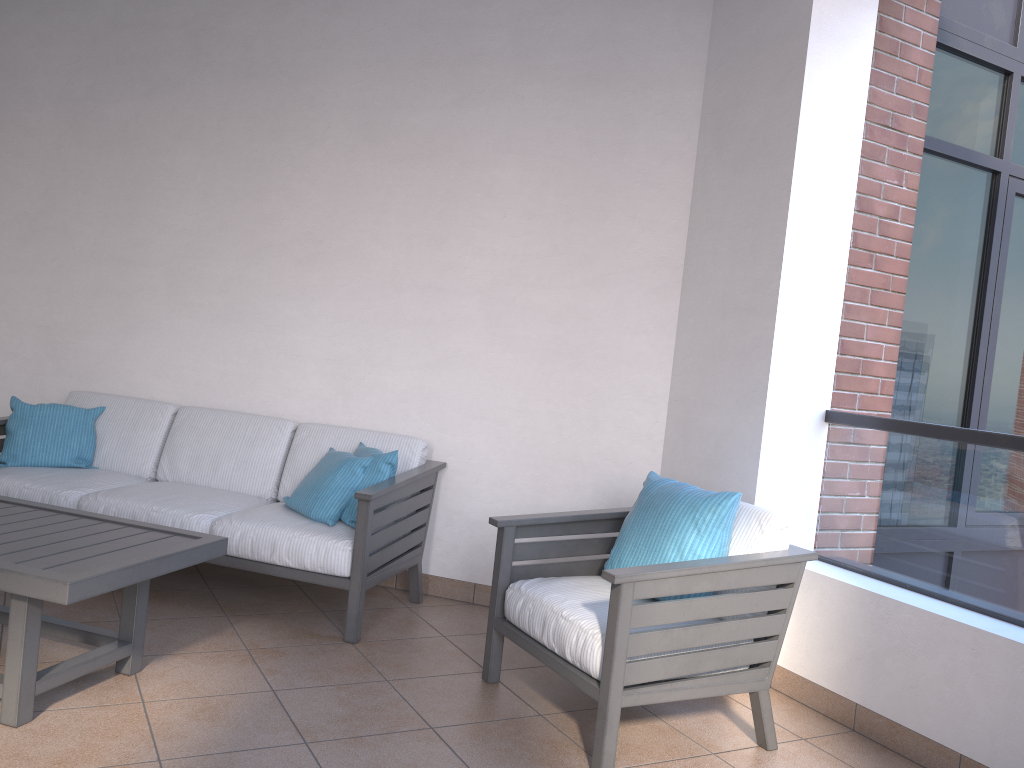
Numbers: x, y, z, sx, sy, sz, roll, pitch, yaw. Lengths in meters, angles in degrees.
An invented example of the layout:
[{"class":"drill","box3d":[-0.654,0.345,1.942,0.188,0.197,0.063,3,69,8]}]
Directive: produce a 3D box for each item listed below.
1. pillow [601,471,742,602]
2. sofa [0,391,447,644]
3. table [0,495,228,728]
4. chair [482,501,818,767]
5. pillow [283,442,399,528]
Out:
[{"class":"pillow","box3d":[0.547,0.545,3.105,0.316,0.426,0.510,5,2,-31]},{"class":"sofa","box3d":[-1.480,0.516,4.103,2.161,0.765,0.807,7,2,16]},{"class":"table","box3d":[-1.683,0.684,2.840,1.260,0.473,0.710,7,2,16]},{"class":"chair","box3d":[0.435,0.756,3.068,0.807,0.765,0.797,5,2,-29]},{"class":"pillow","box3d":[-0.749,0.433,3.850,0.377,0.370,0.543,5,2,-34]}]
